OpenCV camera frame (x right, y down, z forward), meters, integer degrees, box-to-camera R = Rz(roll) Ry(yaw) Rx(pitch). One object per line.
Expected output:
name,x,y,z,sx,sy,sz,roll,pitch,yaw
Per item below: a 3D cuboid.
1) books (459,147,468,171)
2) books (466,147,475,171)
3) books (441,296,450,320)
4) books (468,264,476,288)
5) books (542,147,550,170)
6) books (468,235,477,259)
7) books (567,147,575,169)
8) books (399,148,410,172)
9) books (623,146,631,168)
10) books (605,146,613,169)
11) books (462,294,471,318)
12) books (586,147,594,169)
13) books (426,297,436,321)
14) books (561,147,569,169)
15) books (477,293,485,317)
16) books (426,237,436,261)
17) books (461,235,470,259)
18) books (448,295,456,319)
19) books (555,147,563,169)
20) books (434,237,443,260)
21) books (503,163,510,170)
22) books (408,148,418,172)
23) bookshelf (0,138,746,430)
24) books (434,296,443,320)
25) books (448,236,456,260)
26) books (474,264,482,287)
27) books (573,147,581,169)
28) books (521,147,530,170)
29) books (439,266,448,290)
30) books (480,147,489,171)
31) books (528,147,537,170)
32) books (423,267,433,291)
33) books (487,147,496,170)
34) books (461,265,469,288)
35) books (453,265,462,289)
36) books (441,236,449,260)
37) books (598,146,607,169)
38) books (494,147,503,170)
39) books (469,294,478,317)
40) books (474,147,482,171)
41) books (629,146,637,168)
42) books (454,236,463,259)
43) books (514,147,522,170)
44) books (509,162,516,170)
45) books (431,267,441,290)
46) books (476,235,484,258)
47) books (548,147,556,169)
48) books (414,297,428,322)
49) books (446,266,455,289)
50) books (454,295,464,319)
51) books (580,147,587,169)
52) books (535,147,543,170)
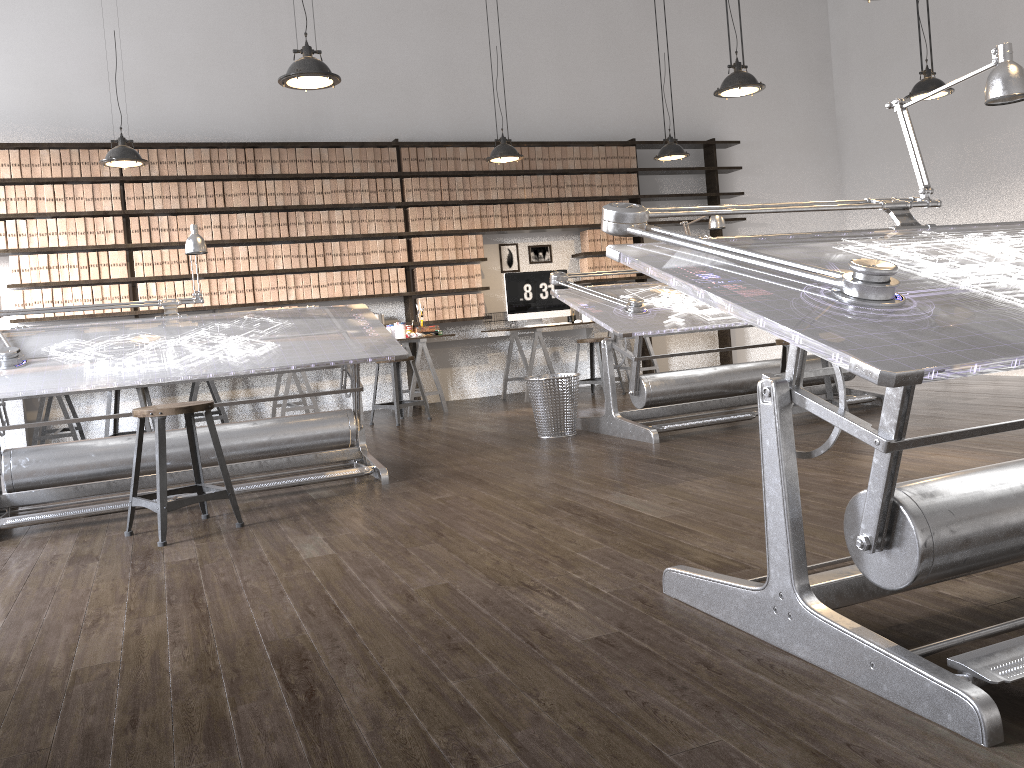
books,-0.483,-2.106,8.366,0.067,0.225,0.174,-5,2,-22
books,-0.415,-2.114,8.392,0.067,0.225,0.174,-5,2,-22
books,-0.650,-0.705,8.283,0.067,0.225,0.174,-5,2,-22
books,-0.409,-1.011,8.385,0.067,0.225,0.174,-5,2,-22
books,0.298,-2.196,8.687,0.067,0.225,0.174,-5,2,-22
books,-0.396,-1.289,8.390,0.067,0.225,0.174,-5,2,-22
books,0.546,-2.224,8.785,0.067,0.225,0.174,-5,2,-22
books,-1.000,-2.047,8.160,0.067,0.225,0.174,-5,2,-22
books,1.130,-2.291,9.027,0.067,0.225,0.174,-5,2,-22
books,0.941,-2.269,8.942,0.067,0.225,0.174,-5,2,-22
books,-0.453,-0.728,8.365,0.067,0.225,0.174,-5,2,-22
books,0.741,-2.246,8.868,0.067,0.225,0.174,-5,2,-22
books,-0.774,-0.691,8.228,0.067,0.225,0.174,-5,2,-22
books,0.487,-2.217,8.763,0.067,0.225,0.174,-5,2,-22
books,-0.322,-0.743,8.418,0.067,0.225,0.174,-5,2,-22
books,-0.775,-1.245,8.235,0.067,0.225,0.174,-5,2,-22
books,-0.463,-1.281,8.367,0.067,0.225,0.174,-5,2,-22
books,-0.591,-0.712,8.309,0.067,0.225,0.174,-5,2,-22
books,0.428,-2.210,8.733,0.067,0.225,0.174,-5,2,-22
books,-0.709,-1.253,8.264,0.067,0.225,0.174,-5,2,-22
books,-0.087,-2.151,8.523,0.067,0.225,0.174,-5,2,-22
books,-0.930,-2.055,8.182,0.067,0.225,0.174,-5,2,-22
bookshelf,-1.738,-0.567,7.931,9.193,3.204,0.373,-6,2,-22
books,-0.707,-0.698,8.255,0.067,0.225,0.174,-5,2,-22
books,-0.588,-1.267,8.310,0.067,0.225,0.174,-5,2,-22
books,-0.350,-1.018,8.407,0.067,0.225,0.174,-5,2,-22
books,0.614,-2.231,8.810,0.067,0.225,0.174,-5,2,-22
books,0.099,-2.173,8.601,0.067,0.225,0.174,-5,2,-22
books,-0.663,-0.982,8.278,0.067,0.225,0.174,-5,2,-22
books,-0.288,-2.129,8.450,0.067,0.225,0.174,-5,2,-22
books,0.166,-2.181,8.634,0.067,0.225,0.174,-5,2,-22
books,-0.797,-0.967,8.223,0.067,0.225,0.174,-5,2,-22
books,-0.222,-2.136,8.472,0.067,0.225,0.174,-5,2,-22
books,-0.469,-1.004,8.355,0.067,0.225,0.174,-5,2,-22
books,-0.533,-0.997,8.335,0.067,0.225,0.174,-5,2,-22
books,-0.652,-1.260,8.289,0.067,0.225,0.174,-5,2,-22
books,0.875,-2.261,8.915,0.067,0.225,0.174,-5,2,-22
books,-0.154,-2.143,8.496,0.067,0.225,0.174,-5,2,-22
books,-0.386,-0.735,8.388,0.067,0.225,0.174,-5,2,-22
books,-0.352,-2.121,8.422,0.067,0.225,0.174,-5,2,-22
books,1.196,-2.298,9.049,0.067,0.225,0.174,-5,2,-22
books,-0.528,-1.274,8.341,0.067,0.225,0.174,-5,2,-22
books,0.029,-2.165,8.578,0.067,0.225,0.174,-5,2,-22
books,-0.031,-2.158,8.551,0.067,0.225,0.174,-5,2,-22
books,-0.730,-0.975,8.256,0.067,0.225,0.174,-5,2,-22
books,-0.332,-1.296,8.421,0.067,0.225,0.174,-5,2,-22
books,0.363,-2.203,8.713,0.067,0.225,0.174,-5,2,-22
books,-0.842,-0.683,8.204,0.067,0.225,0.174,-5,2,-22
books,-0.599,-0.990,8.309,0.067,0.225,0.174,-5,2,-22
books,-0.520,-0.720,8.332,0.067,0.225,0.174,-5,2,-22
books,0.677,-2.239,8.840,0.067,0.225,0.174,-5,2,-22
books,0.234,-2.188,8.656,0.067,0.225,0.174,-5,2,-22
